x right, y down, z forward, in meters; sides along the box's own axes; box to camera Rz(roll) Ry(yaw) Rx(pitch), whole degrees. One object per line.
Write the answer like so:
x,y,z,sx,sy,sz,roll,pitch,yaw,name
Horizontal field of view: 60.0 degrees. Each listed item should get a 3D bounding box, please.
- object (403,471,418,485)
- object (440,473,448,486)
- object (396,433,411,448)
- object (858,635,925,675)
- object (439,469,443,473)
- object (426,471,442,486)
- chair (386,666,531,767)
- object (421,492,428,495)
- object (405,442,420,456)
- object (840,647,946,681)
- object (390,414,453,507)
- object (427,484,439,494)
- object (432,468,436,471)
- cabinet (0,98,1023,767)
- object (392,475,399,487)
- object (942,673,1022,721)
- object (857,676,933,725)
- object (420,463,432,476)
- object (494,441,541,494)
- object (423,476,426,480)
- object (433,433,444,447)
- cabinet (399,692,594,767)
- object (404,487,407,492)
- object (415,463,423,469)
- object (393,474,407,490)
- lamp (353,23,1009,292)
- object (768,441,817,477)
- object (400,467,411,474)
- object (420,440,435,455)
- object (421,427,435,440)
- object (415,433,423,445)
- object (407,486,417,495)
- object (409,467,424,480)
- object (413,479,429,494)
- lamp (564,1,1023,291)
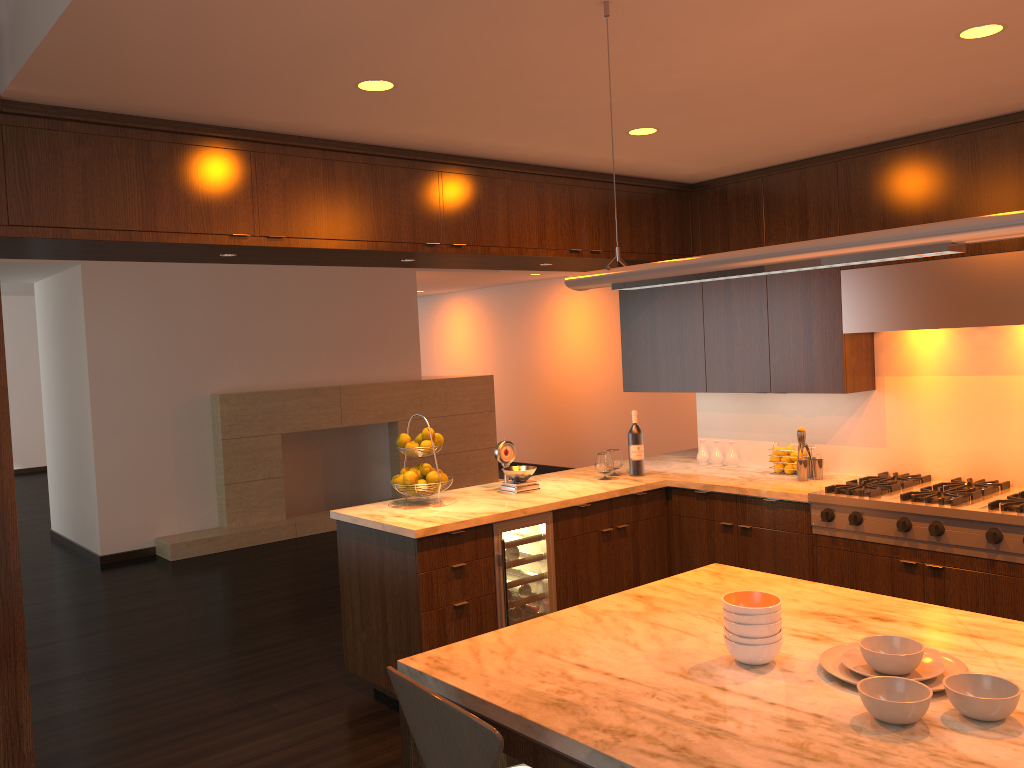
-0.504,0.472,4.416,0.068,0.077,0.079,-2,3,27,object
-0.367,0.494,4.590,0.073,0.072,0.071,-3,2,4,object
-0.555,0.292,4.548,0.075,0.079,0.077,-4,3,-30,object
0.852,0.613,1.989,0.138,0.059,0.139,-3,2,-14,object
-0.387,0.473,4.640,0.055,0.057,0.056,-3,2,6,object
-0.392,0.472,4.443,0.077,0.074,0.078,-4,2,-24,object
0.034,1.086,1.893,0.506,1.047,0.520,-4,3,-34,chair
-0.455,0.539,4.554,0.062,0.062,0.062,-3,2,5,object
-0.506,0.331,4.509,0.078,0.072,0.077,-2,2,17,object
0.853,0.634,1.990,0.216,0.025,0.217,-4,2,-22,object
-0.468,0.383,4.538,0.324,0.461,0.324,-2,2,10,object
-0.403,0.522,4.506,0.078,0.075,0.078,-2,3,29,object
-0.408,0.464,4.545,0.070,0.072,0.071,-2,2,14,object
1.132,0.026,2.573,7.728,2.997,5.521,-5,3,-39,cabinet
-0.582,0.500,4.552,0.068,0.069,0.065,-2,3,28,object
0.929,0.625,1.753,0.138,0.059,0.139,-3,2,-14,object
0.758,0.633,1.757,0.138,0.059,0.139,-3,2,-14,object
-0.433,0.431,4.469,0.060,0.063,0.062,-4,3,-32,object
0.026,0.445,4.812,0.191,0.266,0.231,-5,3,-36,object
-0.459,0.471,4.599,0.072,0.068,0.071,-4,3,-32,object
-0.384,0.287,4.536,0.071,0.074,0.070,-4,2,-18,object
1.087,1.129,1.610,1.281,0.876,2.713,-5,3,-39,cabinet
-0.527,0.536,4.560,0.056,0.053,0.057,-2,2,11,object
-0.466,0.431,4.541,0.063,0.059,0.061,-3,2,-6,object
-0.559,0.493,4.473,0.077,0.077,0.077,-4,3,-28,object
-1.659,-1.264,8.910,5.868,0.171,16.431,-5,3,-39,lamp
1.558,0.410,4.928,0.189,0.175,0.207,-5,3,-41,object
-0.538,0.460,4.536,0.067,0.071,0.069,-3,2,-4,object
-0.428,0.319,4.489,0.078,0.077,0.077,-4,2,-23,object
-0.426,0.255,4.502,0.068,0.072,0.071,-3,2,7,object
-0.468,0.284,4.546,0.061,0.063,0.062,-3,2,-15,object
-0.502,0.532,4.500,0.063,0.069,0.070,-2,2,13,object
-0.486,0.458,4.481,0.077,0.075,0.077,-2,2,24,object
-0.456,0.515,4.445,0.078,0.076,0.078,-1,3,38,object
0.956,-0.636,1.539,0.120,0.765,2.465,-5,3,-39,lamp
